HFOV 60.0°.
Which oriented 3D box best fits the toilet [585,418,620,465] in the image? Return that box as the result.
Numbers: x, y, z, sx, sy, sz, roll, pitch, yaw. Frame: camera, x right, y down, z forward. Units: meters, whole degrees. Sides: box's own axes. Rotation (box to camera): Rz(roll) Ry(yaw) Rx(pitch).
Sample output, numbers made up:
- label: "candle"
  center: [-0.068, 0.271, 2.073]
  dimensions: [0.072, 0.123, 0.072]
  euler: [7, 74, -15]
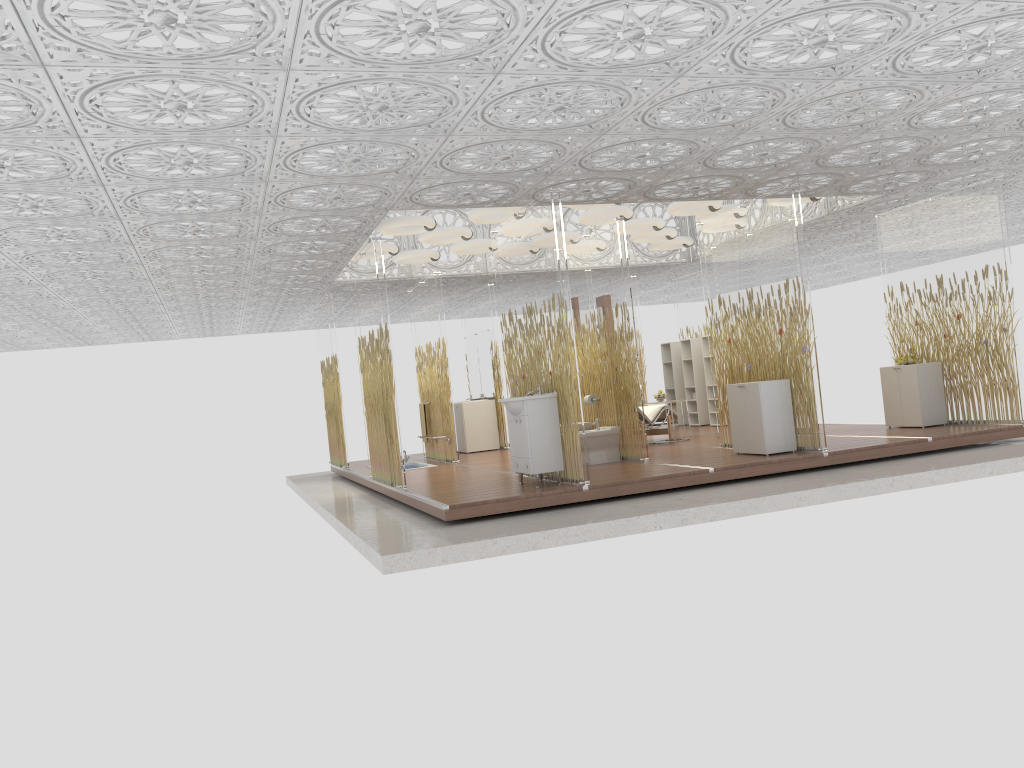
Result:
- label: "toilet"
  center: [0.846, 0.645, 9.844]
  dimensions: [0.611, 0.506, 0.401]
  euler: [-6, -1, -18]

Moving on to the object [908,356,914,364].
- label: "object"
  center: [4.651, -0.284, 10.350]
  dimensions: [0.064, 0.097, 0.064]
  euler: [-6, -1, -27]

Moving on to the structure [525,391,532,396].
- label: "structure"
  center: [0.081, 0.171, 8.819]
  dimensions: [0.115, 0.183, 0.405]
  euler: [-6, -1, -20]

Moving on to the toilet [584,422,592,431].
- label: "toilet"
  center: [0.614, 0.705, 10.561]
  dimensions: [0.611, 0.437, 0.401]
  euler: [-6, -1, -18]

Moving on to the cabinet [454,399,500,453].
- label: "cabinet"
  center: [-0.589, 0.672, 14.244]
  dimensions: [0.549, 0.782, 0.643]
  euler: [-6, -1, -18]

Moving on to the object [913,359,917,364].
- label: "object"
  center: [4.705, -0.261, 10.380]
  dimensions: [0.066, 0.055, 0.055]
  euler: [-6, -1, 30]

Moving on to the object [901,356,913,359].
- label: "object"
  center: [4.673, -0.310, 10.455]
  dimensions: [0.045, 0.064, 0.202]
  euler: [-6, -1, -15]

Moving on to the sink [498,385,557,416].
- label: "sink"
  center: [0.108, 0.153, 8.235]
  dimensions: [0.454, 0.263, 0.603]
  euler: [-6, -1, -18]

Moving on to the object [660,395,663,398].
- label: "object"
  center: [1.989, 0.164, 11.820]
  dimensions: [0.047, 0.045, 0.047]
  euler: [-6, -1, -14]

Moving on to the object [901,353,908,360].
- label: "object"
  center: [4.616, -0.318, 10.454]
  dimensions: [0.035, 0.084, 0.200]
  euler: [-6, -1, 3]

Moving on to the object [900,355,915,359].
- label: "object"
  center: [4.698, -0.304, 10.499]
  dimensions: [0.051, 0.079, 0.186]
  euler: [-5, -1, -40]

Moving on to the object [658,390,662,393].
- label: "object"
  center: [1.985, 0.107, 11.876]
  dimensions: [0.055, 0.056, 0.055]
  euler: [-6, -1, -18]

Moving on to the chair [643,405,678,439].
- label: "chair"
  center: [1.660, 0.422, 12.019]
  dimensions: [0.635, 0.811, 1.787]
  euler: [-6, -1, 32]

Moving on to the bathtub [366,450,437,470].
- label: "bathtub"
  center: [-1.575, 1.273, 12.536]
  dimensions: [0.700, 0.582, 1.700]
  euler: [-6, -1, -18]

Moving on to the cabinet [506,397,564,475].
- label: "cabinet"
  center: [0.203, 0.472, 8.255]
  dimensions: [0.316, 0.678, 0.580]
  euler: [-6, -1, -18]

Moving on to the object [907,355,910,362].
- label: "object"
  center: [4.651, -0.299, 10.462]
  dimensions: [0.032, 0.085, 0.186]
  euler: [-6, -1, -7]

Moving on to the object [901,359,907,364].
- label: "object"
  center: [4.587, -0.261, 10.382]
  dimensions: [0.066, 0.065, 0.091]
  euler: [-6, -1, -3]

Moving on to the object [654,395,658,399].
- label: "object"
  center: [1.933, 0.172, 11.872]
  dimensions: [0.058, 0.058, 0.058]
  euler: [-6, -1, 39]

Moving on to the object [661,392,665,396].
- label: "object"
  center: [2.018, 0.139, 11.852]
  dimensions: [0.050, 0.054, 0.055]
  euler: [-6, -1, 41]

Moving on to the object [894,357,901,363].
- label: "object"
  center: [4.570, -0.280, 10.499]
  dimensions: [0.077, 0.067, 0.078]
  euler: [-6, -1, -17]

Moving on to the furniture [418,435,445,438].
- label: "furniture"
  center: [-1.125, 0.732, 12.324]
  dimensions: [0.178, 0.014, 0.977]
  euler: [-6, -1, -18]

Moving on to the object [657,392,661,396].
- label: "object"
  center: [1.960, 0.133, 11.821]
  dimensions: [0.047, 0.045, 0.047]
  euler: [-6, -1, -18]

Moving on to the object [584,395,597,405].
- label: "object"
  center: [0.909, 0.185, 10.296]
  dimensions: [0.115, 0.115, 0.131]
  euler: [-6, -1, -18]

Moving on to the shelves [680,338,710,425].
- label: "shelves"
  center: [3.161, -0.042, 15.038]
  dimensions: [0.344, 1.460, 0.366]
  euler: [-6, -1, -18]

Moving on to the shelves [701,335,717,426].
- label: "shelves"
  center: [3.380, -0.071, 14.370]
  dimensions: [0.344, 1.460, 0.366]
  euler: [-6, -1, -18]

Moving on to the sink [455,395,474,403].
- label: "sink"
  center: [-0.834, 0.335, 14.937]
  dimensions: [0.499, 0.266, 0.573]
  euler: [-6, -1, -21]

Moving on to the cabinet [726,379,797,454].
- label: "cabinet"
  center: [2.536, 0.334, 9.045]
  dimensions: [0.358, 0.712, 0.595]
  euler: [-6, -1, -18]

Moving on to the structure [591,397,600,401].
- label: "structure"
  center: [0.941, 0.183, 10.286]
  dimensions: [0.080, 0.047, 0.215]
  euler: [-6, -1, -18]

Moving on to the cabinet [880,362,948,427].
- label: "cabinet"
  center: [4.705, 0.127, 10.411]
  dimensions: [0.358, 0.712, 0.595]
  euler: [-6, -1, -18]

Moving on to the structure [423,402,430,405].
- label: "structure"
  center: [-1.298, 0.293, 13.085]
  dimensions: [0.078, 0.047, 0.442]
  euler: [-6, -1, -18]

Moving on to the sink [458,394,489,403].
- label: "sink"
  center: [-0.611, 0.305, 14.255]
  dimensions: [0.499, 0.266, 0.573]
  euler: [-6, -1, -16]

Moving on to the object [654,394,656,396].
- label: "object"
  center: [1.929, 0.155, 11.915]
  dimensions: [0.047, 0.048, 0.047]
  euler: [-6, -1, 34]

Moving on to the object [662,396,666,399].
- label: "object"
  center: [2.036, 0.179, 11.864]
  dimensions: [0.045, 0.042, 0.045]
  euler: [-6, -1, -24]

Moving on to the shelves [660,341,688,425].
- label: "shelves"
  center: [2.942, -0.012, 15.706]
  dimensions: [0.344, 1.460, 0.366]
  euler: [-6, -1, -18]

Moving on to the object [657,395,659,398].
- label: "object"
  center: [1.947, 0.171, 11.832]
  dimensions: [0.040, 0.040, 0.039]
  euler: [-6, -1, -27]

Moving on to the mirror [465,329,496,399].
- label: "mirror"
  center: [-0.538, -0.304, 14.680]
  dimensions: [0.009, 1.081, 1.422]
  euler: [-6, -1, -18]

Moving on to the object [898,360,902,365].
- label: "object"
  center: [4.572, -0.255, 10.438]
  dimensions: [0.056, 0.066, 0.053]
  euler: [-6, -1, -17]

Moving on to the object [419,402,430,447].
- label: "object"
  center: [-1.291, 0.602, 13.072]
  dimensions: [0.042, 0.656, 0.283]
  euler: [-6, -1, -18]

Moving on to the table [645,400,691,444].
- label: "table"
  center: [2.086, 0.502, 11.881]
  dimensions: [0.420, 0.535, 0.420]
  euler: [-6, -1, 42]

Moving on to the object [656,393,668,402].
- label: "object"
  center: [1.985, 0.186, 11.879]
  dimensions: [0.206, 0.105, 0.206]
  euler: [-6, -1, 27]
